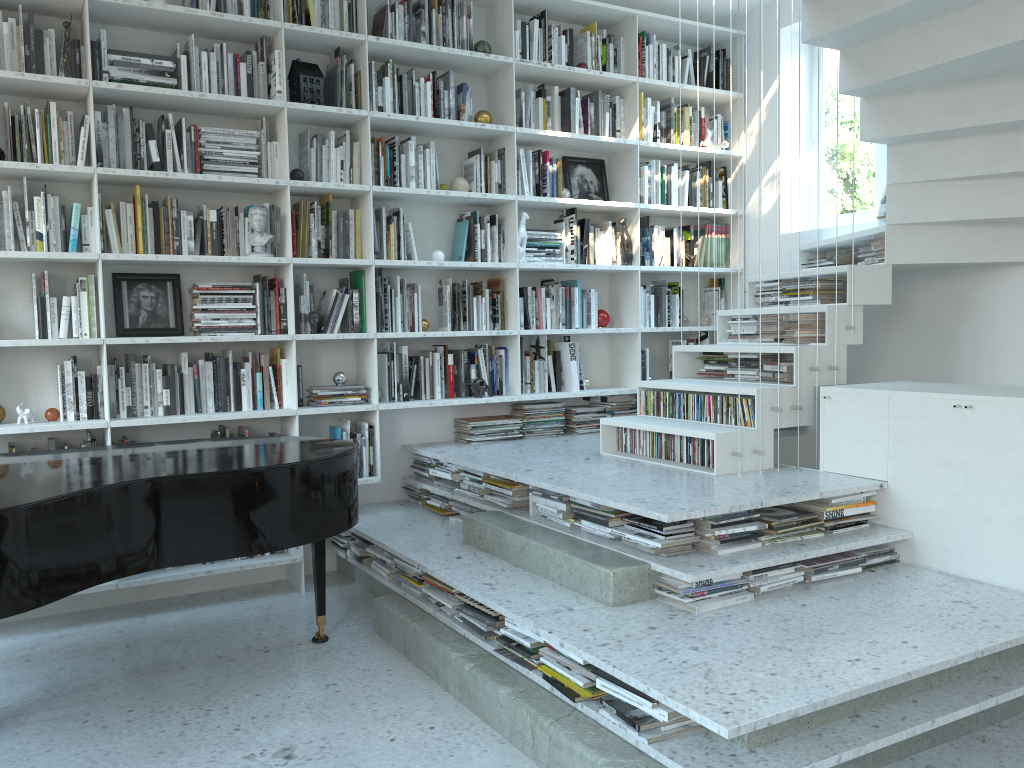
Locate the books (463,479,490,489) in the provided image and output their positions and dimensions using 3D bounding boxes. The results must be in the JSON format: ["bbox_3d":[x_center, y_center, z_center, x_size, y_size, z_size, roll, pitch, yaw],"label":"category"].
[{"bbox_3d":[-0.121,0.484,4.350,0.154,0.018,0.220,-3,4,-30],"label":"books"}]

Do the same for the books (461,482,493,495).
[{"bbox_3d":[-0.131,0.505,4.346,0.164,0.023,0.242,-3,4,-25],"label":"books"}]

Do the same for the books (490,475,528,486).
[{"bbox_3d":[0.028,0.438,4.101,0.128,0.013,0.296,-3,4,-31],"label":"books"}]

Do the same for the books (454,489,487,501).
[{"bbox_3d":[-0.133,0.534,4.346,0.183,0.012,0.296,-3,4,-30],"label":"books"}]

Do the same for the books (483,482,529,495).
[{"bbox_3d":[0.009,0.475,4.092,0.179,0.017,0.292,-3,4,-28],"label":"books"}]

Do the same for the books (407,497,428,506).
[{"bbox_3d":[-0.464,0.639,4.889,0.163,0.019,0.187,-3,4,-30],"label":"books"}]

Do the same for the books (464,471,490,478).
[{"bbox_3d":[-0.123,0.436,4.346,0.160,0.010,0.179,-3,4,-29],"label":"books"}]

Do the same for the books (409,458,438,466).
[{"bbox_3d":[-0.431,0.420,4.855,0.171,0.015,0.252,-3,4,-34],"label":"books"}]

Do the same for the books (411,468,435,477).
[{"bbox_3d":[-0.428,0.476,4.860,0.175,0.017,0.265,-3,4,-26],"label":"books"}]

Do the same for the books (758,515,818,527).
[{"bbox_3d":[1.009,0.505,3.371,0.245,0.013,0.172,-3,4,-30],"label":"books"}]

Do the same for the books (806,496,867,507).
[{"bbox_3d":[1.270,0.451,3.512,0.192,0.024,0.167,-3,4,-24],"label":"books"}]

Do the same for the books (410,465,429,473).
[{"bbox_3d":[-0.424,0.461,4.861,0.179,0.012,0.261,-3,4,-29],"label":"books"}]

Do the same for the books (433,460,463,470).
[{"bbox_3d":[-0.277,0.415,4.608,0.163,0.018,0.289,-3,4,-30],"label":"books"}]

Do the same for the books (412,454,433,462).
[{"bbox_3d":[-0.422,0.399,4.859,0.159,0.011,0.246,-3,4,-32],"label":"books"}]

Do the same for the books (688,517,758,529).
[{"bbox_3d":[0.761,0.493,3.240,0.220,0.018,0.154,-3,4,-28],"label":"books"}]

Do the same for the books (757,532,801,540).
[{"bbox_3d":[1.003,0.558,3.387,0.293,0.014,0.133,-3,4,-32],"label":"books"}]

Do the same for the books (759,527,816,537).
[{"bbox_3d":[1.011,0.544,3.372,0.214,0.015,0.177,-3,4,-28],"label":"books"}]

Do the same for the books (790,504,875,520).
[{"bbox_3d":[1.270,0.490,3.515,0.284,0.030,0.177,-3,4,-28],"label":"books"}]

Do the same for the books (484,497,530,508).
[{"bbox_3d":[0.004,0.537,4.093,0.182,0.011,0.253,-3,4,-25],"label":"books"}]

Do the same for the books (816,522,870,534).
[{"bbox_3d":[1.272,0.557,3.519,0.220,0.011,0.177,-3,4,-31],"label":"books"}]

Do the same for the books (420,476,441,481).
[{"bbox_3d":[-0.408,0.507,4.874,0.134,0.014,0.181,-3,4,-32],"label":"books"}]

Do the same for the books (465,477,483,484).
[{"bbox_3d":[-0.118,0.468,4.351,0.150,0.013,0.215,-3,4,-29],"label":"books"}]

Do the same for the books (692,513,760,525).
[{"bbox_3d":[0.764,0.480,3.232,0.228,0.009,0.159,-3,4,-33],"label":"books"}]

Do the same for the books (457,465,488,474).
[{"bbox_3d":[-0.134,0.411,4.338,0.164,0.015,0.243,-3,4,-34],"label":"books"}]

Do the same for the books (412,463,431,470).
[{"bbox_3d":[-0.419,0.450,4.864,0.156,0.009,0.287,-3,4,-31],"label":"books"}]

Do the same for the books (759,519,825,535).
[{"bbox_3d":[1.018,0.529,3.358,0.273,0.014,0.187,-3,4,-34],"label":"books"}]

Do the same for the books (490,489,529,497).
[{"bbox_3d":[0.017,0.491,4.098,0.159,0.018,0.203,-3,4,-31],"label":"books"}]

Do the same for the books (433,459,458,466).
[{"bbox_3d":[-0.276,0.402,4.608,0.159,0.007,0.285,-3,4,-30],"label":"books"}]

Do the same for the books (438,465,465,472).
[{"bbox_3d":[-0.276,0.430,4.609,0.143,0.012,0.263,-3,4,-24],"label":"books"}]

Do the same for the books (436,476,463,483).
[{"bbox_3d":[-0.274,0.485,4.613,0.152,0.009,0.259,-3,4,-32],"label":"books"}]

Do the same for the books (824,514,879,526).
[{"bbox_3d":[1.276,0.524,3.508,0.281,0.008,0.181,-3,4,-24],"label":"books"}]

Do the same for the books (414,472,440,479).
[{"bbox_3d":[-0.420,0.492,4.866,0.163,0.017,0.232,-3,4,-27],"label":"books"}]

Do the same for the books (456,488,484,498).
[{"bbox_3d":[-0.138,0.522,4.343,0.190,0.012,0.235,-3,4,-31],"label":"books"}]

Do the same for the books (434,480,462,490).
[{"bbox_3d":[-0.279,0.519,4.613,0.173,0.017,0.233,-3,4,-30],"label":"books"}]

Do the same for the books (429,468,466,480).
[{"bbox_3d":[-0.290,0.458,4.603,0.189,0.030,0.237,-3,4,-32],"label":"books"}]

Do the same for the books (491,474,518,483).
[{"bbox_3d":[0.018,0.418,4.094,0.139,0.028,0.261,-3,4,-24],"label":"books"}]

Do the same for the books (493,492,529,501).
[{"bbox_3d":[0.028,0.508,4.105,0.138,0.017,0.237,-3,4,-30],"label":"books"}]

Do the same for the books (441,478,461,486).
[{"bbox_3d":[-0.263,0.499,4.621,0.131,0.021,0.240,-3,4,-27],"label":"books"}]

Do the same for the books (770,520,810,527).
[{"bbox_3d":[1.007,0.516,3.376,0.179,0.010,0.160,-3,4,-27],"label":"books"}]

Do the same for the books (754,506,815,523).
[{"bbox_3d":[1.012,0.493,3.364,0.203,0.011,0.173,-3,4,-34],"label":"books"}]

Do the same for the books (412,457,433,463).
[{"bbox_3d":[-0.422,0.408,4.860,0.167,0.008,0.234,-3,4,-30],"label":"books"}]

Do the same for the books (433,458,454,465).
[{"bbox_3d":[-0.286,0.389,4.601,0.171,0.020,0.193,-3,4,-34],"label":"books"}]

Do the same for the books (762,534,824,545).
[{"bbox_3d":[1.014,0.574,3.371,0.291,0.007,0.174,-3,4,-26],"label":"books"}]

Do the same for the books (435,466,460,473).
[{"bbox_3d":[-0.281,0.440,4.607,0.171,0.007,0.206,-3,4,-27],"label":"books"}]

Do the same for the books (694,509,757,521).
[{"bbox_3d":[0.754,0.467,3.249,0.261,0.016,0.128,-3,4,-30],"label":"books"}]

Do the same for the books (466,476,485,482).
[{"bbox_3d":[-0.121,0.455,4.348,0.144,0.013,0.220,-3,4,-26],"label":"books"}]

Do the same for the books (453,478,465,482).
[{"bbox_3d":[-0.278,0.477,4.611,0.163,0.008,0.294,-3,4,-31],"label":"books"}]

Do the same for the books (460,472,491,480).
[{"bbox_3d":[-0.128,0.445,4.344,0.167,0.008,0.234,-3,4,-30],"label":"books"}]

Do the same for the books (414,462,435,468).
[{"bbox_3d":[-0.412,0.442,4.867,0.145,0.008,0.297,-3,4,-30],"label":"books"}]

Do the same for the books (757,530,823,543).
[{"bbox_3d":[1.014,0.568,3.370,0.287,0.005,0.165,-3,4,-24],"label":"books"}]

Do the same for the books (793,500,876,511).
[{"bbox_3d":[1.273,0.470,3.507,0.261,0.012,0.179,-3,4,-25],"label":"books"}]

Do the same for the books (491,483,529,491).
[{"bbox_3d":[0.011,0.460,4.093,0.161,0.012,0.254,-3,4,-25],"label":"books"}]

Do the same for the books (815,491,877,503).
[{"bbox_3d":[1.275,0.433,3.501,0.285,0.013,0.181,-3,4,-34],"label":"books"}]

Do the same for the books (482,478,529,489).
[{"bbox_3d":[0.005,0.450,4.089,0.186,0.009,0.261,-3,4,-30],"label":"books"}]

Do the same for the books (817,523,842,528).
[{"bbox_3d":[1.264,0.535,3.531,0.262,0.016,0.132,-3,4,-34],"label":"books"}]

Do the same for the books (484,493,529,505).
[{"bbox_3d":[0.009,0.525,4.095,0.177,0.014,0.247,-3,4,-31],"label":"books"}]

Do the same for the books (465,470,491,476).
[{"bbox_3d":[-0.123,0.424,4.345,0.149,0.013,0.220,-3,4,-26],"label":"books"}]

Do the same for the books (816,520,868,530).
[{"bbox_3d":[1.267,0.547,3.526,0.259,0.009,0.152,-3,4,-32],"label":"books"}]

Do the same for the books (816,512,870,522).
[{"bbox_3d":[1.266,0.512,3.525,0.268,0.014,0.159,-3,4,-30],"label":"books"}]
